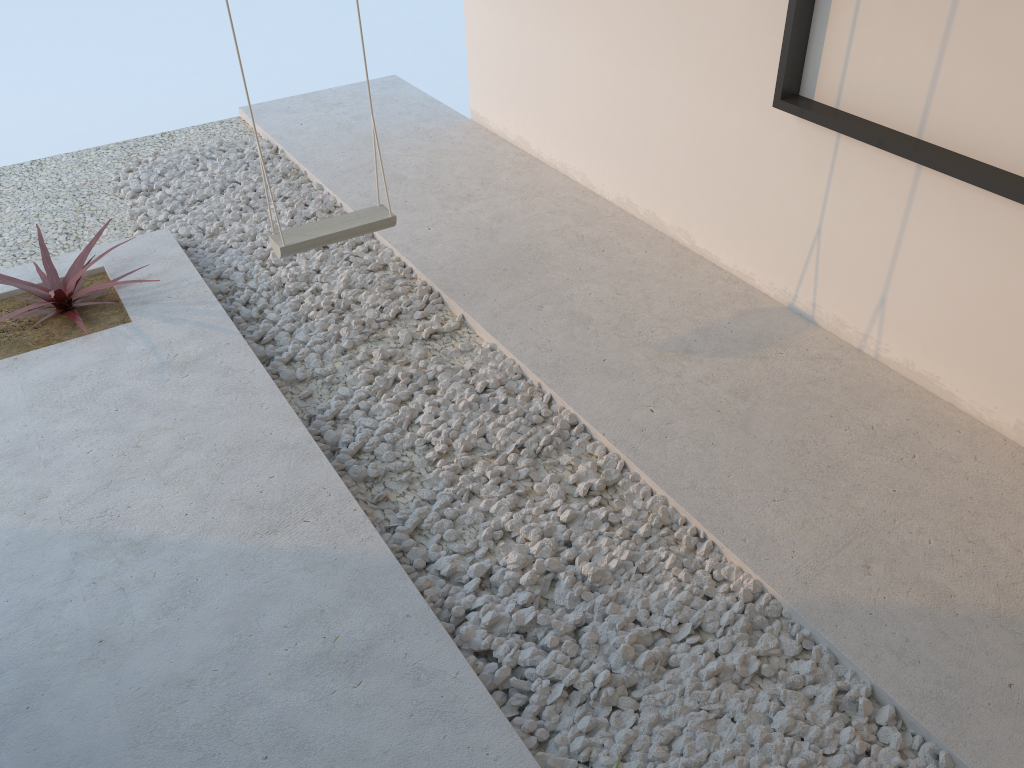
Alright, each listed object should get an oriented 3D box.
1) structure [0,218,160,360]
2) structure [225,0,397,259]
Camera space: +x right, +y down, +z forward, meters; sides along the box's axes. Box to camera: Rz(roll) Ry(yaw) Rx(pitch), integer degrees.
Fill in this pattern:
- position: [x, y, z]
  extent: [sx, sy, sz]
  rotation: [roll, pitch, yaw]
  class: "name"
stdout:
- position: [-2.009, -0.294, 3.436]
  extent: [1.189, 0.306, 0.721]
  rotation: [-21, 41, -22]
  class: "structure"
- position: [-0.697, -1.306, 2.731]
  extent: [0.456, 1.955, 0.124]
  rotation: [-21, 42, -22]
  class: "structure"
